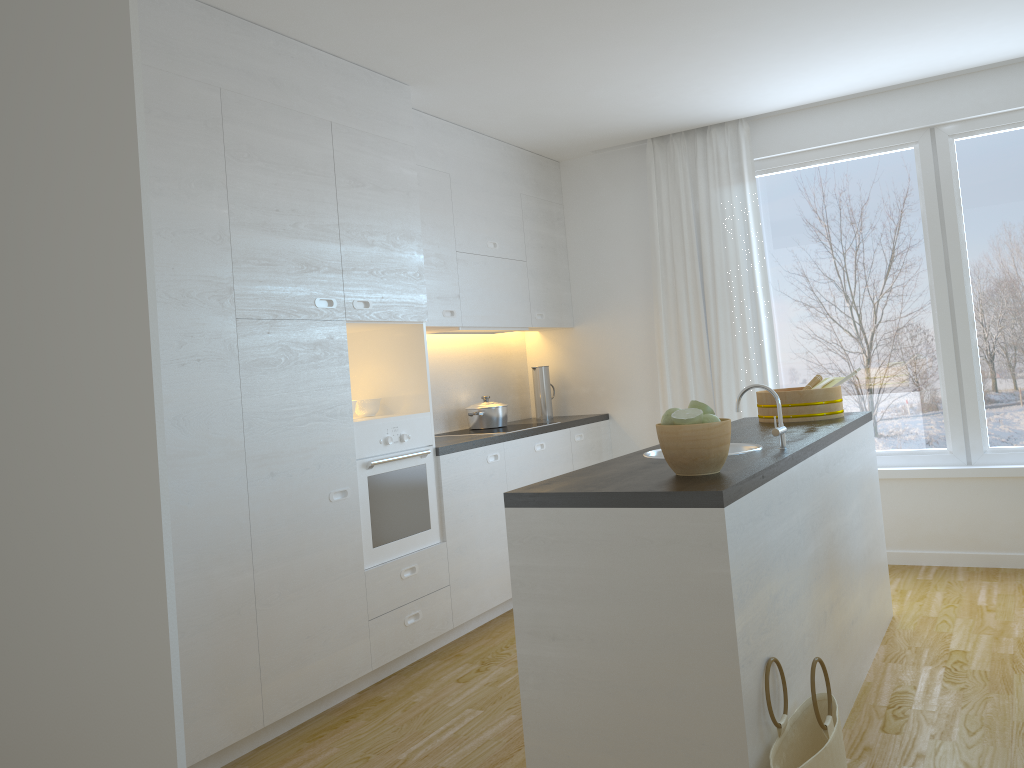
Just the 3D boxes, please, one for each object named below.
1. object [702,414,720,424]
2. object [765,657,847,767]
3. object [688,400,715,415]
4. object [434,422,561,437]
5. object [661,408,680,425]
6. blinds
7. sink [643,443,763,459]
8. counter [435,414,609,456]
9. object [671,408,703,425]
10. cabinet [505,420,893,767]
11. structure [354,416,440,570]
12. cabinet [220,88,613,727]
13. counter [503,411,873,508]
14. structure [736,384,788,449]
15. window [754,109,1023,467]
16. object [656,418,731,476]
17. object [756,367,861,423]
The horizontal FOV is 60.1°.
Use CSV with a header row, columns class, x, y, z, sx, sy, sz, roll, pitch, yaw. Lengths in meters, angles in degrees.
class,x,y,z,sx,sy,sz,roll,pitch,yaw
object,0.539,0.125,2.444,0.081,0.086,0.097,-5,-1,-5
object,1.215,0.898,2.146,1.188,0.503,0.470,-5,-1,8
object,0.535,0.080,2.511,0.074,0.072,0.077,-4,-1,-35
object,-0.109,0.272,5.228,0.560,0.013,0.655,-5,1,30
object,0.467,0.115,2.484,0.102,0.099,0.086,-4,-2,-39
blinds,1.209,-0.586,5.520,0.792,2.166,0.150,-6,-3,29
sink,0.654,0.302,3.009,0.405,0.157,0.402,-5,0,-18
counter,-0.107,0.290,5.222,0.598,0.040,2.003,-5,1,30
object,0.476,0.101,2.397,0.085,0.065,0.084,-6,-1,42
cabinet,0.876,0.704,3.243,0.599,0.912,2.403,-6,0,30
structure,-0.497,0.464,3.946,0.049,0.598,0.561,-7,-2,30
cabinet,-0.380,-0.003,4.688,0.479,2.307,3.204,-6,-1,30
counter,0.835,0.230,3.268,0.599,0.040,2.403,-5,1,30
structure,0.804,0.108,2.891,0.162,0.216,0.097,-6,-3,30
window,2.485,-0.506,5.010,2.719,1.924,0.088,-5,-3,30
object,0.507,0.175,2.449,0.205,0.142,0.205,-5,-1,-9
object,1.345,0.052,4.101,0.430,0.215,0.377,-5,0,-32
